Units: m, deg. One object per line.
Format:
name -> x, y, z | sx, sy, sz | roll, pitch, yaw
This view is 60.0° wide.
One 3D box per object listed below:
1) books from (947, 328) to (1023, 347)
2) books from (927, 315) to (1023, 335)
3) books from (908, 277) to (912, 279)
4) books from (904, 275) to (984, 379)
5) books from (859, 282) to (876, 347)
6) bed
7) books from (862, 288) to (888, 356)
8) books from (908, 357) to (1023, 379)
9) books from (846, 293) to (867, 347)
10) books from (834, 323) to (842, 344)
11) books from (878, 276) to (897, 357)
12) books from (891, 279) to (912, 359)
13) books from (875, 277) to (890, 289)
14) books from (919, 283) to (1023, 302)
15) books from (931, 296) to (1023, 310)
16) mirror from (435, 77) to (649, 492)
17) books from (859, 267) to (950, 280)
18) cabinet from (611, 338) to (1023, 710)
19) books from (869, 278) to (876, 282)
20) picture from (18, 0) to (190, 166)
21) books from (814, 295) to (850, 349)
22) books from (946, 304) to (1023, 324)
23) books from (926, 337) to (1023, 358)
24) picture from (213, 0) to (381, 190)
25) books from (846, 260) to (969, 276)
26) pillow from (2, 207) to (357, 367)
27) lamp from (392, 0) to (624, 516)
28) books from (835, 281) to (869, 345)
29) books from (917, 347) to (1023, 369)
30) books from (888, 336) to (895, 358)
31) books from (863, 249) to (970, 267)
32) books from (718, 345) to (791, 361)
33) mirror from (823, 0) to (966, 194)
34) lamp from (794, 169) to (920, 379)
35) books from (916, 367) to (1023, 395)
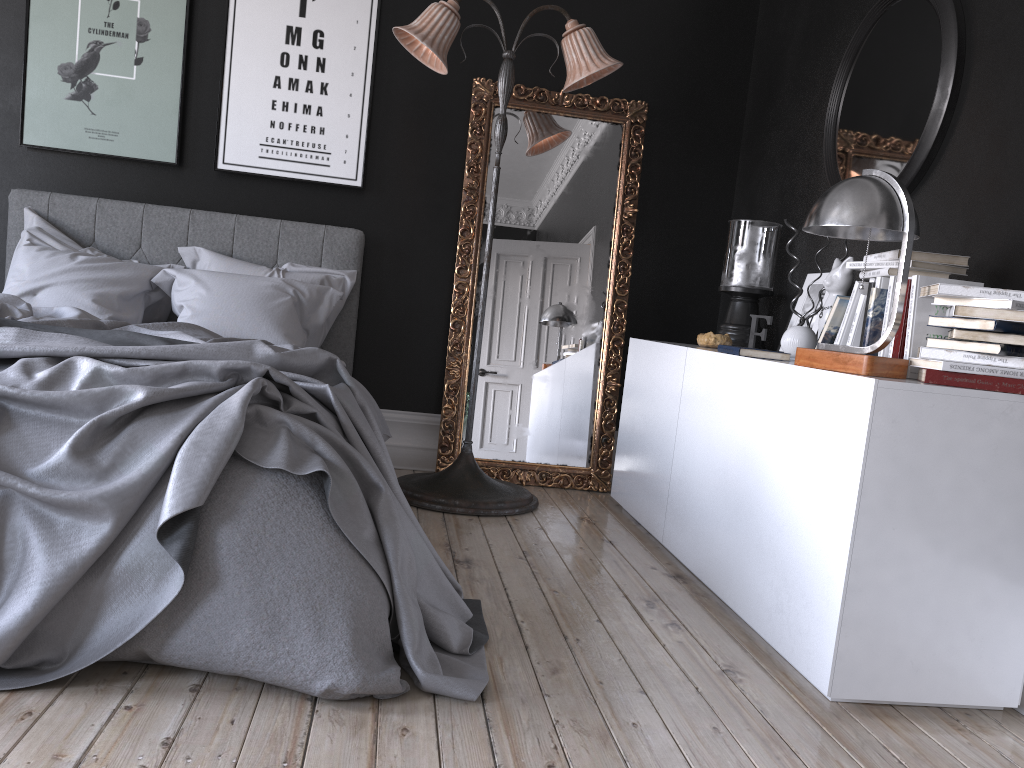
books -> 1.316, -0.127, 2.453 | 0.192, 0.030, 0.289 | 8, 5, 23
books -> 1.312, -0.156, 2.437 | 0.289, 0.030, 0.192 | 3, 6, -34
books -> 1.308, -0.165, 2.736 | 0.221, 0.307, 0.030 | 6, 6, -8
books -> 1.291, -0.160, 2.656 | 0.220, 0.308, 0.050 | 6, 6, -8
books -> 1.236, -0.177, 2.891 | 0.193, 0.290, 0.030 | 5, 6, -8
bed -> -1.650, -0.142, 3.232 | 2.767, 1.301, 3.276 | 5, 5, -19
books -> 1.226, -0.162, 2.837 | 0.204, 0.270, 0.029 | 6, 6, -8
books -> 1.287, -0.039, 2.423 | 0.319, 0.025, 0.228 | 6, 5, 2
books -> 1.244, -0.170, 3.015 | 0.195, 0.256, 0.091 | 6, 6, -8
books -> 1.233, -0.172, 3.096 | 0.195, 0.245, 0.132 | 6, 6, -8
books -> 1.273, -0.173, 2.789 | 0.220, 0.308, 0.024 | 6, 6, -8
books -> 1.287, -0.158, 2.699 | 0.235, 0.296, 0.038 | 6, 6, -8
books -> 1.263, -0.180, 2.866 | 0.220, 0.308, 0.024 | 6, 6, -8
books -> 1.306, -0.241, 2.432 | 0.306, 0.030, 0.220 | 7, 5, 12
books -> 1.343, -0.210, 2.433 | 0.307, 0.024, 0.219 | 3, 6, -33
mirror -> 0.171, -0.531, 4.913 | 0.991, 2.196, 0.254 | 5, 6, -8
books -> 1.277, -0.352, 2.897 | 0.195, 0.026, 0.258 | 6, 5, 2
cabinet -> 0.996, 0.338, 3.499 | 0.570, 0.884, 2.391 | 6, 5, -8
books -> 1.280, -0.186, 2.957 | 0.221, 0.307, 0.030 | 6, 6, -8
picture -> -2.091, -1.721, 4.567 | 0.792, 1.080, 0.014 | 6, 6, -8
books -> 1.198, -0.180, 3.132 | 0.203, 0.247, 0.158 | 6, 6, -8
books -> 1.321, -0.185, 2.430 | 0.220, 0.030, 0.306 | 8, 5, 22
books -> 1.307, -0.097, 2.449 | 0.268, 0.029, 0.202 | 3, 6, -38
picture -> -1.134, -1.626, 4.701 | 0.792, 1.080, 0.014 | 6, 6, -8
books -> 1.279, -0.376, 2.888 | 0.220, 0.024, 0.306 | 5, 5, -18
pillow -> -1.713, -0.425, 4.317 | 1.830, 0.761, 0.678 | 6, 5, -8
lamp -> -0.117, -0.631, 4.326 | 0.985, 2.416, 0.772 | 9, 6, 25
books -> 1.240, -0.193, 3.045 | 0.220, 0.297, 0.126 | 6, 6, -8
books -> 1.295, -0.069, 2.448 | 0.318, 0.031, 0.229 | 8, 5, 22
books -> 1.276, -0.146, 2.763 | 0.195, 0.259, 0.026 | 6, 6, -8
books -> 1.309, -0.401, 2.890 | 0.220, 0.030, 0.306 | 6, 5, 2
books -> 0.894, -0.117, 3.287 | 0.193, 0.030, 0.289 | 6, 5, -2
mirror -> 1.477, -1.128, 3.528 | 0.061, 0.926, 0.922 | 5, 5, -8
lamp -> 1.013, -0.331, 2.604 | 0.328, 0.592, 0.340 | 3, 6, -28
books -> 1.275, -0.008, 2.419 | 0.294, 0.038, 0.234 | 8, 5, 19
